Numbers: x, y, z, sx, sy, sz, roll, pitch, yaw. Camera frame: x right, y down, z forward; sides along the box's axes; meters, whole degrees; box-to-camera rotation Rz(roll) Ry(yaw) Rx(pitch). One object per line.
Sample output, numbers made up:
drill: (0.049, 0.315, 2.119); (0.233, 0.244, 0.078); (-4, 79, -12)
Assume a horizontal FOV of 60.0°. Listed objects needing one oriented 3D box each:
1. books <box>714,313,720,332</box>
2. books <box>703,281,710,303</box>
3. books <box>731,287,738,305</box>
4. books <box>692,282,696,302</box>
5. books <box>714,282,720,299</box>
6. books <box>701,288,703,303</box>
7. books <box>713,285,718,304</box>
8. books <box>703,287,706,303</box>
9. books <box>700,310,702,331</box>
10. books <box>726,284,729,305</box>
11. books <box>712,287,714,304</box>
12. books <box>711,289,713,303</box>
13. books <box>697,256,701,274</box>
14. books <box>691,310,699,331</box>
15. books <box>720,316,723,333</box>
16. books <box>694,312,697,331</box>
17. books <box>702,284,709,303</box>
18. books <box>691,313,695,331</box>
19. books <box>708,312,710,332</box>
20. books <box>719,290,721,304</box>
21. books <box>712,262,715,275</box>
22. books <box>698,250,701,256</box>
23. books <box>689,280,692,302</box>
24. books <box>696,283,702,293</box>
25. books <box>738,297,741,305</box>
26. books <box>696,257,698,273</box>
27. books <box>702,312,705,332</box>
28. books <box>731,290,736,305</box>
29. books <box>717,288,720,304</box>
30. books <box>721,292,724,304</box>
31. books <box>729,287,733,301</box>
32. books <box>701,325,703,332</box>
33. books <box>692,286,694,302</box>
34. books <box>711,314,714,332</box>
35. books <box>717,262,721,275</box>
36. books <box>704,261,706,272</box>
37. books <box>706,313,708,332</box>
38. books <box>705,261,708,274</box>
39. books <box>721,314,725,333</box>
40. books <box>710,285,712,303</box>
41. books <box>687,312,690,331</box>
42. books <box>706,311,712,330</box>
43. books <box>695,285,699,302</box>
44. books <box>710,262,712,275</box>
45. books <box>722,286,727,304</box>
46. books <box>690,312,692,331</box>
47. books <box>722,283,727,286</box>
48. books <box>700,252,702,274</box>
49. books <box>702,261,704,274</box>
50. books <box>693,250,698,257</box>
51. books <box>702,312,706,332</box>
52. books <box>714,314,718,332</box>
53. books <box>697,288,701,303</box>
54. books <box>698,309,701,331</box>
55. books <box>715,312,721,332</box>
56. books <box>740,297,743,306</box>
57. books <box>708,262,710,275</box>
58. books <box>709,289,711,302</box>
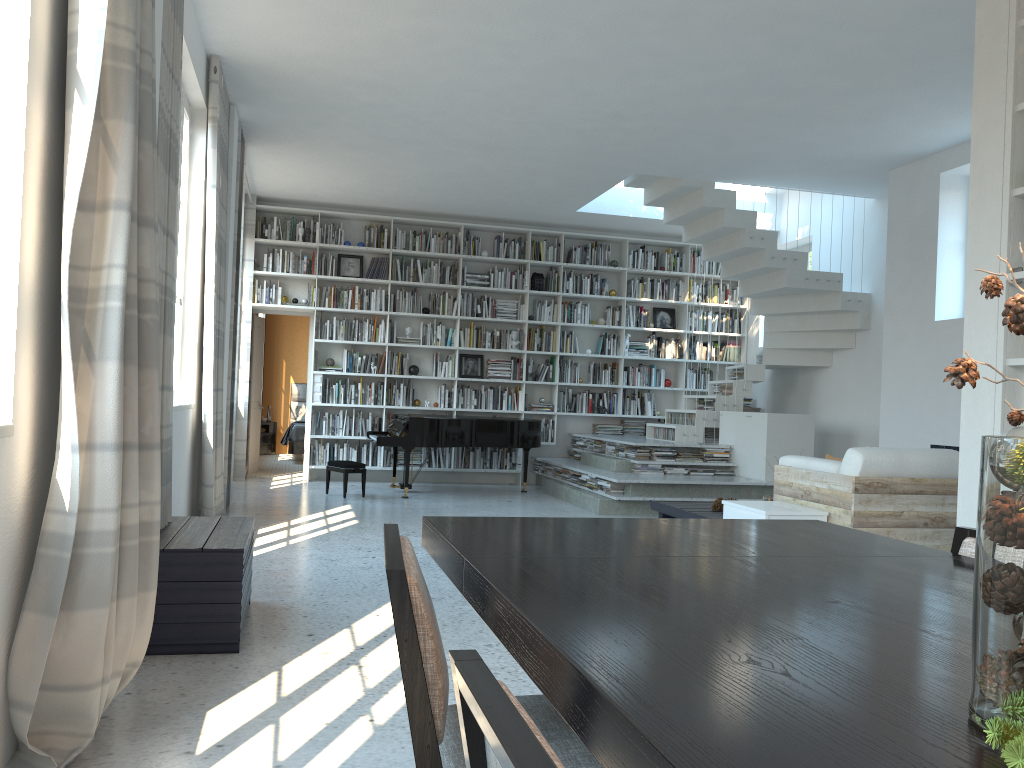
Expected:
books: (2.661, -0.784, 11.585); (0.023, 0.258, 0.184); (2, -1, -14)
books: (2.510, -1.179, 11.469); (0.022, 0.296, 0.152); (2, -1, -14)
books: (2.926, -1.139, 11.657); (0.029, 0.258, 0.163); (2, -1, -14)
books: (2.312, -1.172, 11.408); (0.026, 0.263, 0.189); (2, -1, -14)
books: (2.672, -1.169, 11.589); (0.010, 0.295, 0.165); (2, -1, -14)
books: (2.421, -1.133, 11.497); (0.038, 0.199, 0.170); (2, -1, -14)
books: (2.593, -1.147, 11.512); (0.042, 0.242, 0.247); (2, -1, -14)
books: (2.459, -1.138, 11.472); (0.025, 0.211, 0.134); (2, -1, -14)
books: (2.426, -0.812, 11.525); (0.012, 0.293, 0.165); (2, -1, -14)
books: (2.790, -1.160, 11.621); (0.023, 0.287, 0.163); (2, -1, -14)
books: (2.571, -1.139, 11.484); (0.013, 0.222, 0.174); (2, -1, -14)
books: (2.557, -1.147, 11.491); (0.012, 0.237, 0.165); (2, -1, -14)
books: (2.393, -1.524, 11.515); (0.023, 0.244, 0.182); (2, -1, -14)
books: (2.368, -0.812, 11.496); (0.014, 0.285, 0.185); (2, -1, -14)
books: (2.713, -0.771, 11.618); (0.028, 0.237, 0.146); (2, -1, -14)
books: (2.344, -0.798, 11.505); (0.026, 0.256, 0.173); (2, -1, -14)
books: (2.488, -1.159, 11.459); (0.023, 0.253, 0.189); (2, -1, -14)
books: (2.312, -0.795, 11.486); (0.023, 0.247, 0.182); (2, -1, -14)
books: (2.528, -0.793, 11.547); (0.022, 0.262, 0.172); (2, -1, -14)
books: (2.685, -1.128, 11.579); (0.013, 0.213, 0.186); (2, -1, -14)
books: (2.601, -1.496, 11.576); (0.026, 0.208, 0.163); (2, -1, -14)
books: (2.407, -1.564, 11.536); (0.012, 0.326, 0.151); (2, -1, -14)
books: (2.270, -1.189, 11.406); (0.010, 0.294, 0.183); (2, -1, -14)
books: (2.402, -1.167, 11.450); (0.023, 0.263, 0.158); (2, -1, -14)
books: (2.959, -1.132, 11.665); (0.040, 0.246, 0.160); (2, -1, -14)
books: (2.360, -1.518, 11.500); (0.022, 0.229, 0.175); (2, -1, -14)
books: (2.463, -0.794, 11.535); (0.013, 0.260, 0.158); (2, -1, -14)
books: (2.880, -1.119, 11.636); (0.023, 0.213, 0.180); (2, -1, -14)
books: (2.656, -1.133, 11.577); (0.023, 0.220, 0.171); (2, -1, -14)
books: (2.725, -1.110, 11.614); (0.034, 0.182, 0.156); (2, -1, -14)
books: (2.836, -1.141, 11.628); (0.070, 0.254, 0.154); (2, -1, -14)
books: (2.439, -0.755, 11.543); (0.027, 0.179, 0.157); (2, -1, -14)
books: (2.285, -1.144, 11.410); (0.024, 0.205, 0.165); (2, -1, -14)
books: (2.597, -0.785, 11.584); (0.012, 0.254, 0.161); (2, -1, -14)
books: (2.675, -1.495, 11.593); (0.057, 0.212, 0.163); (2, -1, -14)
books: (2.476, -1.528, 11.542); (0.022, 0.259, 0.163); (2, -1, -14)
books: (2.505, -0.792, 11.544); (0.024, 0.259, 0.156); (2, -1, -14)
books: (2.500, -1.529, 11.549); (0.029, 0.264, 0.179); (2, -1, -14)
books: (2.742, -0.778, 11.614); (0.025, 0.252, 0.160); (2, -1, -14)
books: (2.541, -1.150, 11.486); (0.022, 0.242, 0.144); (2, -1, -14)
books: (2.266, -0.800, 11.490); (0.012, 0.254, 0.161); (2, -1, -14)
books: (2.553, -0.802, 11.558); (0.030, 0.283, 0.166); (2, -1, -14)
books: (2.345, -1.150, 11.427); (0.049, 0.223, 0.161); (2, -1, -14)
books: (2.563, -1.513, 11.564); (0.025, 0.237, 0.143); (2, -1, -14)
books: (2.759, -1.148, 11.602); (0.022, 0.261, 0.160); (2, -1, -14)
books: (2.281, -0.797, 11.507); (0.026, 0.250, 0.160); (2, -1, -14)
books: (2.770, -1.164, 11.627); (0.011, 0.294, 0.151); (2, -1, -14)
books: (2.422, -1.554, 11.524); (0.012, 0.306, 0.184); (2, -1, -14)
books: (2.451, -1.537, 11.541); (0.027, 0.275, 0.148); (2, -1, -14)
books: (2.374, -1.568, 11.525); (0.014, 0.331, 0.143); (2, -1, -14)
books: (2.479, -0.799, 11.548); (0.025, 0.271, 0.152); (2, -1, -14)
books: (2.629, -0.779, 11.571); (0.045, 0.245, 0.177); (2, -1, -14)
books: (2.381, -1.133, 11.430); (0.024, 0.193, 0.190); (2, -1, -14)
books: (2.407, -0.815, 11.532); (0.022, 0.297, 0.162); (2, -1, -14)
books: (2.689, -0.799, 11.612); (0.024, 0.292, 0.132); (2, -1, -14)
books: (2.987, -1.116, 11.654); (0.011, 0.216, 0.170); (2, -1, -14)
books: (2.536, -1.520, 11.566); (0.027, 0.249, 0.154); (2, -1, -14)
books: (2.524, -1.133, 11.476); (0.014, 0.206, 0.184); (2, -1, -14)
